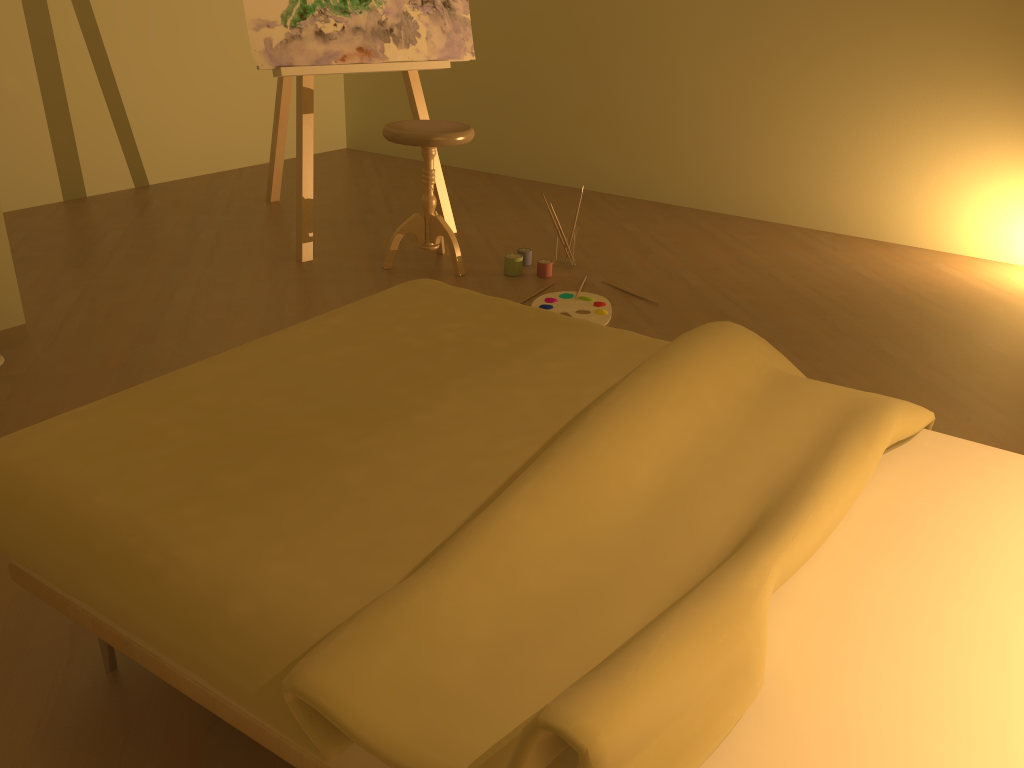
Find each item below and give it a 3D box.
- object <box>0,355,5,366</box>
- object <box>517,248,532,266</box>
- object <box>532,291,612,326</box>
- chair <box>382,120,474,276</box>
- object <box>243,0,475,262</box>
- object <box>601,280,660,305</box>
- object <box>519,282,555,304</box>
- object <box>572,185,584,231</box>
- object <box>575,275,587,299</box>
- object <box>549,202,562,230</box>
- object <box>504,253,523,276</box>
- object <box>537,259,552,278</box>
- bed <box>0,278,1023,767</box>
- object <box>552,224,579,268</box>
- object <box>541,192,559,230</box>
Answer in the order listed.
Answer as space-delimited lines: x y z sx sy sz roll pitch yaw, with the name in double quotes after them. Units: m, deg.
-1.572 -0.298 2.474 0.248 0.535 0.255 -8 27 -21 "object"
0.051 -0.525 3.659 0.060 0.060 0.060 10 26 16 "object"
0.215 -0.277 3.194 0.288 0.014 0.366 4 25 4 "object"
-0.323 -0.731 3.491 0.364 0.551 0.348 24 33 39 "chair"
-0.811 -1.488 3.623 1.132 1.896 0.972 9 26 14 "object"
0.445 -0.350 3.375 0.010 0.010 0.325 -16 30 -33 "object"
0.091 -0.341 3.327 0.010 0.010 0.325 15 28 25 "object"
0.256 -0.655 3.646 0.069 0.319 0.010 -12 28 -28 "object"
0.265 -0.374 3.407 0.010 0.015 0.325 7 25 10 "object"
0.203 -0.612 3.593 0.172 0.278 0.010 -21 33 -40 "object"
0.005 -0.475 3.530 0.073 0.073 0.073 20 30 33 "object"
0.129 -0.458 3.522 0.060 0.060 0.060 8 26 13 "object"
0.406 0.171 1.203 2.378 0.894 1.286 17 29 29 "bed"
0.219 -0.568 3.649 0.106 0.157 0.106 4 25 4 "object"
0.185 -0.635 3.634 0.159 0.286 0.010 15 28 25 "object"
